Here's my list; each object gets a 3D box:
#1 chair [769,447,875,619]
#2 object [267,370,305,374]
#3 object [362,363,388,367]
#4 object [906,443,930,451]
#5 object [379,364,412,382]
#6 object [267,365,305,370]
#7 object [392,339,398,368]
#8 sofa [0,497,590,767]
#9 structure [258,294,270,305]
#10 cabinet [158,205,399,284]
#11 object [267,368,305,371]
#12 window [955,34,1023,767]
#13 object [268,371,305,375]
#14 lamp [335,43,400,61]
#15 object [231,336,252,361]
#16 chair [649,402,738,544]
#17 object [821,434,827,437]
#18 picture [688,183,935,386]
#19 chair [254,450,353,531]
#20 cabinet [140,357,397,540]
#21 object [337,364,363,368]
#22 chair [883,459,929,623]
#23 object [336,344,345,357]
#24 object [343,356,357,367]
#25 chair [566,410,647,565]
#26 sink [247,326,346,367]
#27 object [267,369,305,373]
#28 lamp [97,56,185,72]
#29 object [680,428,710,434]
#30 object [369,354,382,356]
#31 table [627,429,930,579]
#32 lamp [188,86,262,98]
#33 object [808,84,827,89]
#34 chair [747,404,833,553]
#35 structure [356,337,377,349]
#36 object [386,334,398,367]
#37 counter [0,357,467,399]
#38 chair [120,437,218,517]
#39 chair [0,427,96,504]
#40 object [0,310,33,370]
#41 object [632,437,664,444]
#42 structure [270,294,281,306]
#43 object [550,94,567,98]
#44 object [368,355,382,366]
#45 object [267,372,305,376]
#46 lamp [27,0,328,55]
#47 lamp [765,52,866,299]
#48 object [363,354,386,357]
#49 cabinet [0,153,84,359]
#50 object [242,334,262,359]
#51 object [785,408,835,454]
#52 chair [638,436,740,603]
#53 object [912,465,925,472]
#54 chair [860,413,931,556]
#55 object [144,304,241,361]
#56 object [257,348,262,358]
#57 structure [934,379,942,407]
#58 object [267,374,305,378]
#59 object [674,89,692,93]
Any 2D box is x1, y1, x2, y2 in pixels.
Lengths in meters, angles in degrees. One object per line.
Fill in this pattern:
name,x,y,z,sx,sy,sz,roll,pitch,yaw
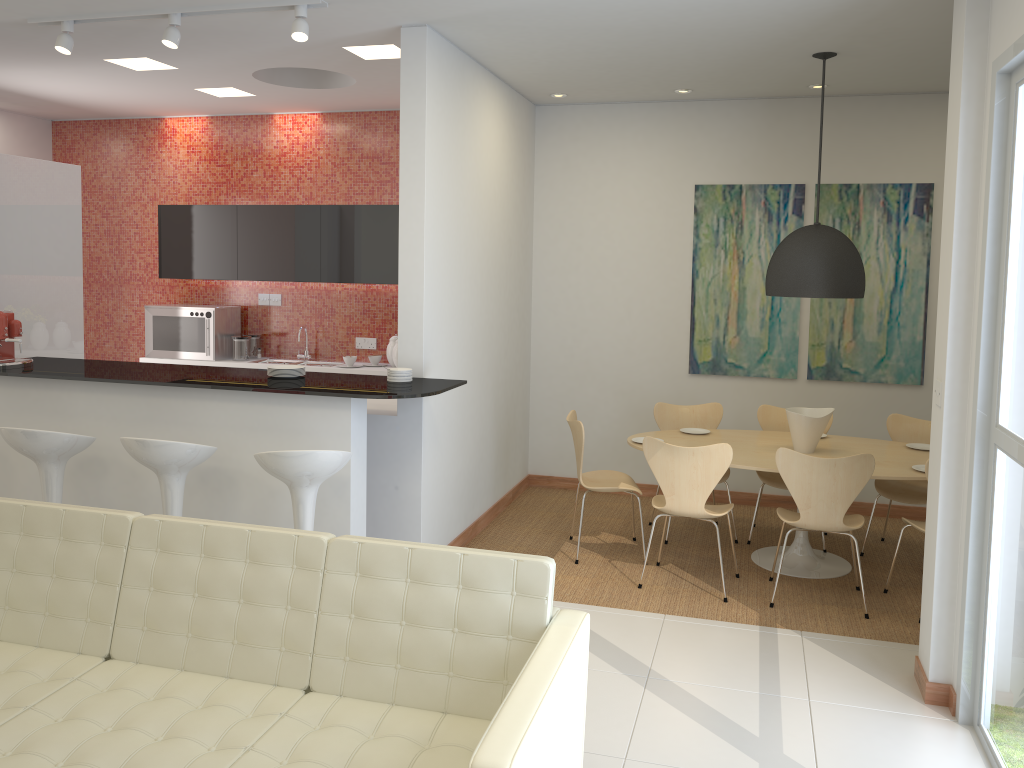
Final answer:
chair,1.742,0.784,5.010,0.521,0.903,0.518,2,5,15
object,-1.281,-0.070,5.027,0.210,0.015,0.211,-3,9,-30
object,-1.183,-0.163,7.646,0.218,0.014,0.219,4,8,20
object,2.683,0.414,5.774,0.210,0.015,0.211,0,8,-6
object,-0.642,-0.069,4.940,0.173,0.097,0.141,2,7,8
object,-1.280,-0.091,5.026,0.210,0.015,0.211,-3,9,-30
object,-0.920,-0.261,7.405,0.159,0.282,0.160,-1,5,-23
sofa,-1.113,1.005,2.798,2.566,0.918,1.005,3,6,15
structure,-2.271,-0.773,8.106,0.114,0.104,0.013,3,5,16
cabinet,-1.579,-1.215,7.703,3.244,0.657,0.353,3,5,15
object,-1.280,-0.084,5.026,0.210,0.015,0.211,-3,9,-30
window,1.493,0.273,1.978,0.121,2.701,3.450,2,6,15
object,-1.281,-0.063,5.028,0.210,0.015,0.211,-3,9,-30
lamp,-0.844,-2.119,5.613,0.409,0.034,0.410,3,8,15
object,-2.396,-0.314,7.839,0.172,0.214,0.172,5,7,34
chair,1.281,0.610,6.259,0.521,0.903,0.518,1,5,-5
object,2.071,0.355,6.131,0.210,0.015,0.211,6,9,33
picture,2.267,-0.783,6.823,1.740,1.500,0.020,3,5,16
chair,-0.995,0.775,4.242,0.457,1.016,0.467,1,5,2
cabinet,-1.938,0.434,6.808,3.337,0.980,2.507,3,7,15
object,-1.379,-0.151,7.531,0.219,0.014,0.219,-4,9,-34
chair,2.443,0.812,4.904,0.521,0.903,0.518,1,5,-1
object,-1.437,-0.249,7.549,0.164,0.177,0.011,4,5,29
object,-1.378,-0.191,7.528,0.121,0.084,0.121,6,8,35
chair,0.606,0.657,5.805,0.516,0.903,0.524,1,5,0
sink,-1.866,-0.236,7.782,0.808,0.535,0.418,3,6,15
object,-1.280,-0.077,5.027,0.210,0.015,0.211,-3,9,-30
lamp,-2.547,-2.214,6.086,0.409,0.034,0.410,3,8,15
object,1.280,0.333,6.189,0.211,0.015,0.211,7,9,37
object,-1.178,-0.249,7.647,0.008,0.009,0.235,6,9,40
table,1.860,0.785,5.679,2.263,0.726,1.286,3,7,16
lamp,-2.278,-2.336,7.043,0.409,0.034,0.410,3,8,15
object,2.206,-2.144,6.385,0.129,0.010,0.130,-3,9,-29
chair,1.944,0.634,6.171,0.522,0.903,0.518,3,5,20
structure,-1.296,-0.360,7.858,0.198,0.099,0.016,3,5,16
object,-0.994,-0.286,7.580,0.159,0.282,0.160,-1,5,-23
counter,-1.779,-0.046,5.043,2.966,0.019,0.739,3,8,15
chair,-1.702,0.736,4.435,0.457,1.016,0.466,3,5,26
chair,-2.406,0.697,4.631,0.457,1.016,0.466,3,5,26
object,-2.950,-0.264,5.179,0.321,0.335,0.322,3,6,16
object,0.891,0.376,5.811,0.211,0.015,0.211,7,9,37
structure,-2.156,-0.767,8.077,0.114,0.104,0.008,3,5,16
object,0.363,-2.247,6.897,0.129,0.010,0.130,-3,9,-29
object,-1.183,-0.202,7.643,0.121,0.084,0.121,-1,7,-19
object,-1.281,-0.056,5.028,0.210,0.015,0.211,-3,9,-30
lamp,-1.844,-1.911,4.772,1.823,0.198,0.113,3,5,15
lamp,1.912,-1.290,5.510,0.594,1.487,0.596,3,5,18
object,-1.181,-0.245,7.619,0.008,0.009,0.234,7,9,44
cabinet,-4.037,-0.288,6.139,1.638,2.512,1.061,3,5,15
object,-2.372,-0.344,8.073,0.172,0.214,0.172,5,7,34
object,1.876,0.287,5.624,0.261,0.279,0.272,-4,7,-39
chair,1.059,0.743,5.228,0.522,0.903,0.518,3,5,23
object,2.426,0.497,5.116,0.210,0.015,0.211,-2,8,-19
chair,2.666,0.691,5.844,0.522,0.903,0.517,5,7,40
object,-2.895,-0.472,8.019,0.722,0.468,0.437,3,6,15
object,-2.274,-0.278,7.970,0.037,0.092,0.037,2,5,15
structure,1.854,0.038,3.854,0.013,0.104,0.114,2,6,15
object,-1.281,-0.049,5.029,0.210,0.015,0.211,-3,9,-30
object,1.284,-2.195,6.641,0.129,0.010,0.130,-3,9,-29
